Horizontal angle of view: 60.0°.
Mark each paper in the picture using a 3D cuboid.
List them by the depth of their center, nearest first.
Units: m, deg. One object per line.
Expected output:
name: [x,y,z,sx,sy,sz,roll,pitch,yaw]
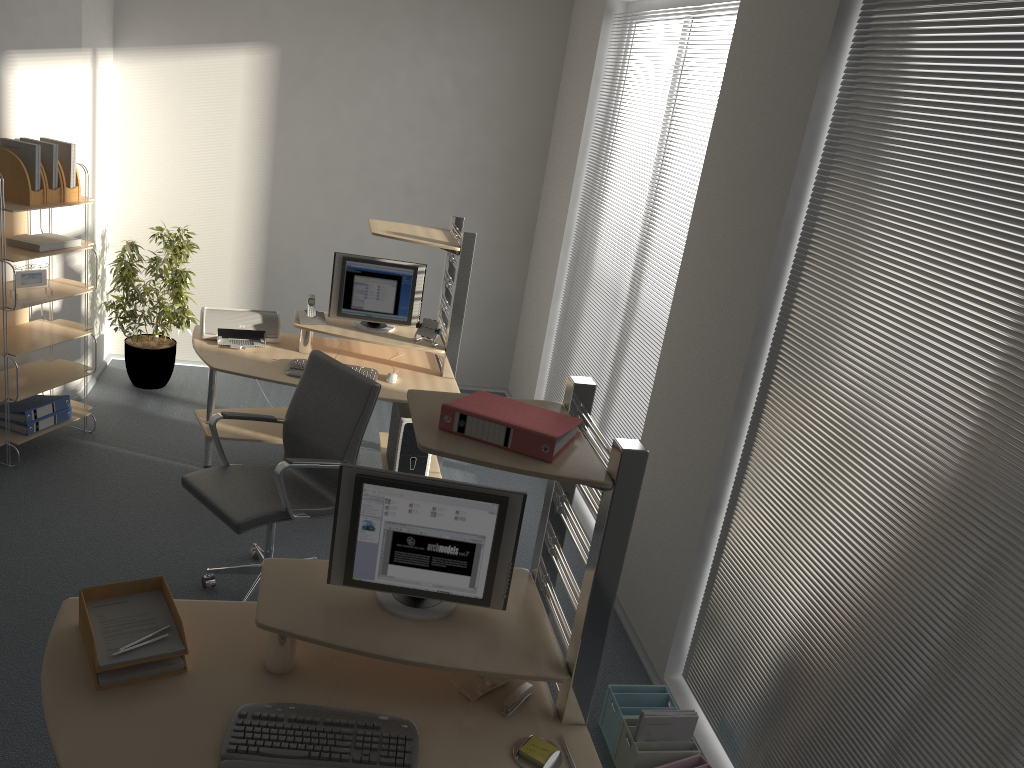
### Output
paper: [-1.041,0.664,2.432,0.210,0.010,0.297,-3,23,-33]
paper: [-1.049,0.713,2.449,0.210,0.019,0.297,-3,23,-33]
paper: [-2.504,-1.083,4.516,0.213,0.297,0.045,13,19,10]
paper: [-2.472,-1.117,4.631,0.213,0.297,0.045,14,19,13]
paper: [-2.431,-1.149,4.744,0.213,0.297,0.045,15,20,15]
paper: [-2.511,-0.763,4.765,0.213,0.046,0.297,14,19,12]

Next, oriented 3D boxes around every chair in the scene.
chair: [-1.040,0.448,3.925,0.584,1.048,0.652,26,24,39]

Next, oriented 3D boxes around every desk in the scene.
desk: [-0.509,0.812,2.332,1.469,1.566,0.967,5,19,-13]
desk: [-1.039,-0.164,4.897,1.469,1.566,0.967,5,19,-13]

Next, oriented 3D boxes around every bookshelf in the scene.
bookshelf: [-2.609,-0.398,4.798,0.381,1.572,0.724,14,19,12]

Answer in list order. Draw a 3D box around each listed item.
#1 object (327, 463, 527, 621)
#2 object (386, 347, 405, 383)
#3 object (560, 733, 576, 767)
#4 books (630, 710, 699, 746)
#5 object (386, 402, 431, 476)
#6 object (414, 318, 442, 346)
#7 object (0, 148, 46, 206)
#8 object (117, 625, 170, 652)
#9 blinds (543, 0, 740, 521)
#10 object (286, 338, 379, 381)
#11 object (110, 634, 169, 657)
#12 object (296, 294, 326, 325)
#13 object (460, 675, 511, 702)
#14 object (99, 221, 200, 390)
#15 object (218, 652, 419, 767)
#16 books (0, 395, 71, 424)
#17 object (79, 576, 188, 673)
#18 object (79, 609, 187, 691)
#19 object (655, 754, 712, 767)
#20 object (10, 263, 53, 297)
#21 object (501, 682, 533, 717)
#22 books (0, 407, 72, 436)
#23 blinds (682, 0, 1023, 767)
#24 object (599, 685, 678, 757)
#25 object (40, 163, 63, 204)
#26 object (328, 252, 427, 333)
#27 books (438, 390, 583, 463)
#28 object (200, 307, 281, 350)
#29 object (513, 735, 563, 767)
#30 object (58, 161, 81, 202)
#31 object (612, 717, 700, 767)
object: [-0.237,0.438,2.564,0.516,0.418,0.245,12,19,7]
object: [-0.655,-0.118,5.135,0.168,0.088,0.742,6,19,-11]
object: [0.148,0.970,2.334,0.011,0.011,0.158,4,20,-16]
books: [0.548,1.331,3.279,0.220,0.306,0.068,5,19,-13]
object: [-0.584,0.312,5.087,0.199,0.422,0.471,5,19,-13]
object: [-0.470,-0.297,5.017,0.154,0.135,0.093,17,20,21]
object: [-2.511,-1.059,4.503,0.243,0.259,0.113,13,19,10]
object: [-0.987,0.683,2.378,0.008,0.009,0.159,21,22,29]
blinds: [0.617,-0.676,5.054,0.037,2.749,1.950,5,19,-13]
object: [-0.980,-0.134,5.030,0.478,0.082,0.814,8,19,-6]
object: [-0.987,0.693,2.350,0.008,0.009,0.159,25,24,37]
object: [-1.139,-0.429,5.043,0.150,0.151,0.119,0,21,-27]
object: [-0.069,0.837,2.531,0.159,0.064,0.054,-9,27,-44]
object: [-2.382,-0.521,5.941,0.544,1.147,0.644,15,19,14]
object: [-0.491,0.832,2.472,0.478,0.082,0.814,8,19,-6]
books: [-2.698,0.123,4.963,0.263,0.100,0.320,14,19,13]
object: [-1.039,0.648,2.428,0.225,0.060,0.309,-3,23,-33]
object: [-1.048,0.701,2.446,0.225,0.060,0.309,-3,23,-33]
object: [0.603,1.472,3.115,0.245,0.202,0.185,-2,22,-30]
object: [-2.561,-0.560,4.727,0.077,0.161,0.192,21,22,30]
object: [0.015,0.880,2.483,0.022,0.042,0.134,19,21,26]
books: [-2.698,0.177,4.979,0.262,0.072,0.320,14,19,13]
blinds: [1.149,0.302,2.484,0.022,2.770,1.950,5,19,-13]
object: [0.499,1.327,3.486,0.245,0.202,0.185,5,19,-13]
object: [-2.479,-1.093,4.618,0.243,0.259,0.113,14,19,13]
object: [-0.764,-0.530,5.107,0.516,0.418,0.245,10,19,1]
books: [0.004,0.095,2.399,0.320,0.072,0.262,16,20,17]
object: [-1.524,-0.316,5.001,0.438,0.162,0.351,2,20,-21]
object: [0.069,0.957,2.310,0.132,0.026,0.132,5,19,-13]
object: [-2.439,-1.125,4.731,0.243,0.259,0.113,15,20,15]
object: [0.534,1.391,3.316,0.245,0.202,0.185,5,19,-13]
